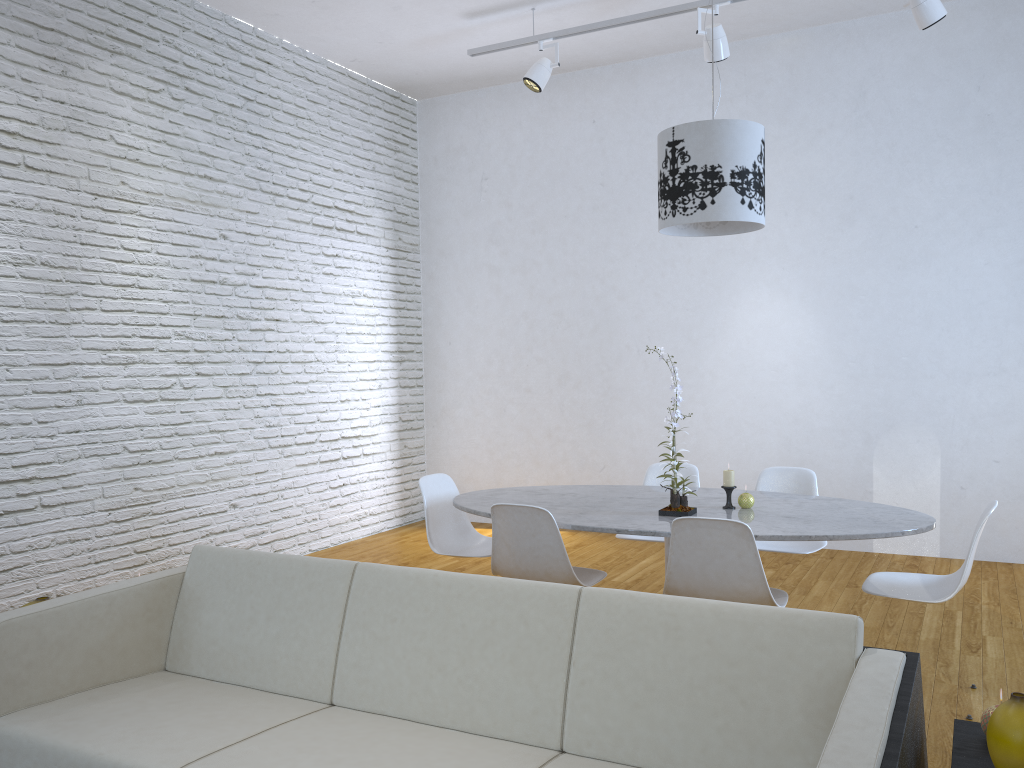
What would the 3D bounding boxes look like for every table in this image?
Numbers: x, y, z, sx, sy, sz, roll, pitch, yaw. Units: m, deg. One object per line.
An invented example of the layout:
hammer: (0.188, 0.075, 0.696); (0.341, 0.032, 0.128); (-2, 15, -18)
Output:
table: (0.632, 0.794, 3.538); (1.910, 0.624, 1.069); (0, 2, 27)

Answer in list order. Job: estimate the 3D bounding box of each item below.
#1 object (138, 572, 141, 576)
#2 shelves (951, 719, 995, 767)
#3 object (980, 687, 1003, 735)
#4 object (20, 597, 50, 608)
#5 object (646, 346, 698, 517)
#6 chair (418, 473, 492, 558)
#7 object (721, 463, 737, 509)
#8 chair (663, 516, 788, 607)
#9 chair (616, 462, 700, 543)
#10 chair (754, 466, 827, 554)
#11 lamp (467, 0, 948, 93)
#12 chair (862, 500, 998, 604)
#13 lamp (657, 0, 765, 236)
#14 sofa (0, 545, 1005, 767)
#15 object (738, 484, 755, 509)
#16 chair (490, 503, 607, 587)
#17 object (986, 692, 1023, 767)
object: (-1.186, 0.651, 2.827); (0.071, 0.104, 0.071); (-3, 3, -35)
shelves: (0.896, 0.920, 1.425); (0.349, 0.452, 0.729); (0, 2, 28)
object: (0.943, 0.635, 1.707); (0.071, 0.104, 0.071); (-3, 3, -35)
object: (-1.364, 0.667, 2.578); (0.146, 0.090, 0.146); (-2, 2, -21)
object: (0.624, 0.173, 3.315); (0.202, 0.639, 0.166); (-3, 4, -34)
chair: (-0.189, 0.589, 3.964); (0.419, 0.352, 0.405); (0, 2, 30)
object: (0.838, 0.392, 3.425); (0.059, 0.177, 0.059); (0, 3, 13)
chair: (0.718, 0.592, 3.000); (0.405, 0.352, 0.419); (0, 2, 27)
chair: (0.709, 0.567, 4.177); (0.405, 0.352, 0.419); (0, 2, 26)
chair: (1.175, 0.563, 3.918); (0.405, 0.352, 0.419); (0, 2, 30)
lamp: (1.131, -1.913, 4.580); (3.117, 0.487, 0.204); (0, 3, 25)
chair: (1.457, 0.576, 3.097); (0.419, 0.352, 0.405); (0, 2, 30)
lamp: (0.749, -1.363, 3.358); (0.399, 1.540, 0.399); (-1, 3, -6)
sofa: (-0.574, 0.847, 1.407); (5.336, 0.680, 9.711); (0, 1, 28)
object: (0.904, 0.433, 3.423); (0.062, 0.092, 0.063); (-2, 3, -15)
chair: (0.127, 0.596, 3.336); (0.405, 0.352, 0.419); (0, 2, 31)
object: (0.870, 0.613, 1.525); (0.095, 0.160, 0.095); (-2, 3, -21)
